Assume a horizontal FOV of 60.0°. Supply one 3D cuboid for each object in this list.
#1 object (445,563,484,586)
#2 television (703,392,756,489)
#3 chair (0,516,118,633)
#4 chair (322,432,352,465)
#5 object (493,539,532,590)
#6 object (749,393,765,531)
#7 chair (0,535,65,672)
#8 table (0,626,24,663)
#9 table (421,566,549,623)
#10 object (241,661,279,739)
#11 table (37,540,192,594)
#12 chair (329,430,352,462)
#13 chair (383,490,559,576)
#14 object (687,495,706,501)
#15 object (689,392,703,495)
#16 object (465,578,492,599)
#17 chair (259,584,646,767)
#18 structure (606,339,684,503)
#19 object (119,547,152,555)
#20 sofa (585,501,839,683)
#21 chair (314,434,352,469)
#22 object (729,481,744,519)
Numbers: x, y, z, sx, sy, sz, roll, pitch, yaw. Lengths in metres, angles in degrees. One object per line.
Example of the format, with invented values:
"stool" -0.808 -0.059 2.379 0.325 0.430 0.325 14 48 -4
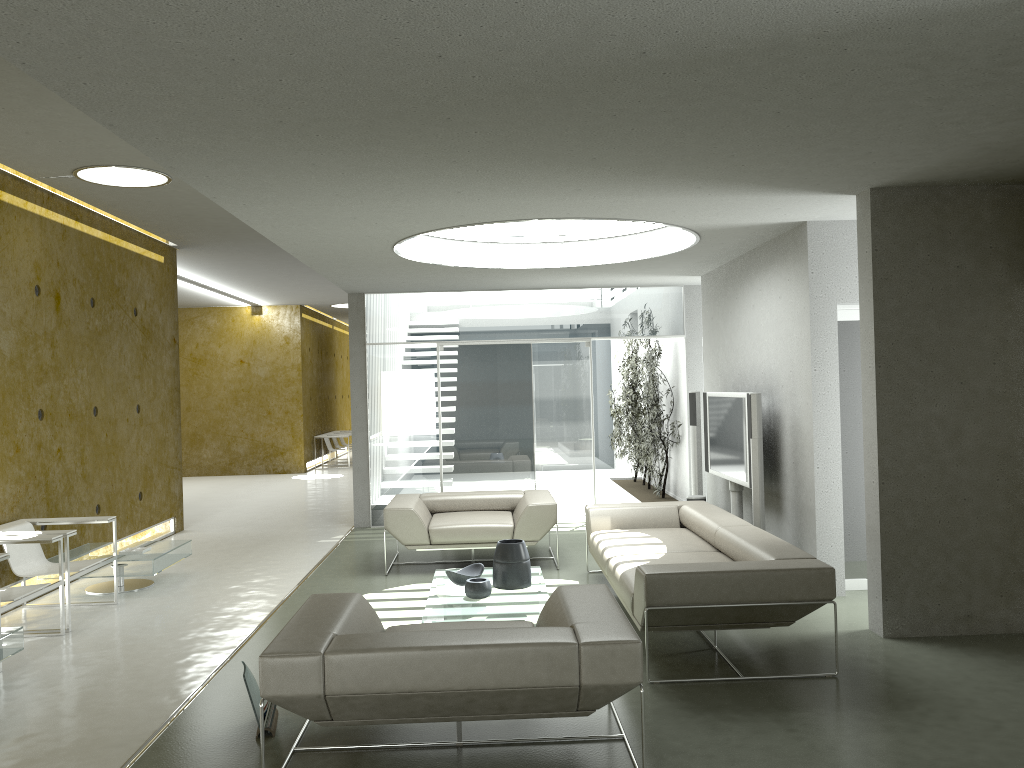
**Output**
"object" -0.326 1.335 6.173 0.223 0.125 0.317 -2 0 35
"television" 1.955 0.461 7.834 0.127 0.781 1.603 -2 0 -2
"chair" -3.356 1.349 6.362 0.710 0.667 0.800 -2 0 -2
"chair" -3.737 1.411 19.471 0.710 0.667 0.800 -2 0 -2
"object" -0.003 1.233 6.083 0.265 0.309 0.265 -2 0 -19
"object" 1.871 0.803 6.738 0.310 1.469 0.310 -1 0 -25
"chair" -3.332 1.345 5.506 0.710 0.667 0.800 -2 0 -2
"table" -3.176 1.521 4.517 0.900 0.300 0.900 -2 0 -2
"table" -0.159 1.492 5.992 0.790 0.200 1.500 -2 0 -2
"object" -1.174 1.470 4.185 0.216 0.288 0.329 -2 0 -12
"table" -3.259 1.534 7.365 0.900 0.300 0.900 -2 0 -2
"chair" -3.762 1.415 20.327 0.710 0.667 0.800 -2 0 -2
"chair" -0.357 1.314 8.008 1.481 0.583 1.039 -2 0 -2
"object" 1.786 1.317 8.583 0.175 0.461 0.185 -2 0 -7
"object" 1.873 0.812 8.977 0.310 1.469 0.310 -2 0 25
"object" -0.221 1.337 5.792 0.177 0.113 0.177 -2 0 -21
"chair" -0.238 1.295 3.911 1.481 0.583 1.039 -2 0 -2
"structure" 1.681 0.270 12.066 0.646 2.589 3.371 -2 0 -2
"object" -3.076 1.364 7.241 0.197 0.029 0.189 -2 0 -2
"sofa" 1.153 1.262 6.027 1.037 0.585 2.791 -2 0 -2
"chair" -3.713 1.407 18.615 0.710 0.667 0.800 -2 0 -2
"object" 1.921 1.197 7.829 0.323 0.689 0.882 -2 0 -2
